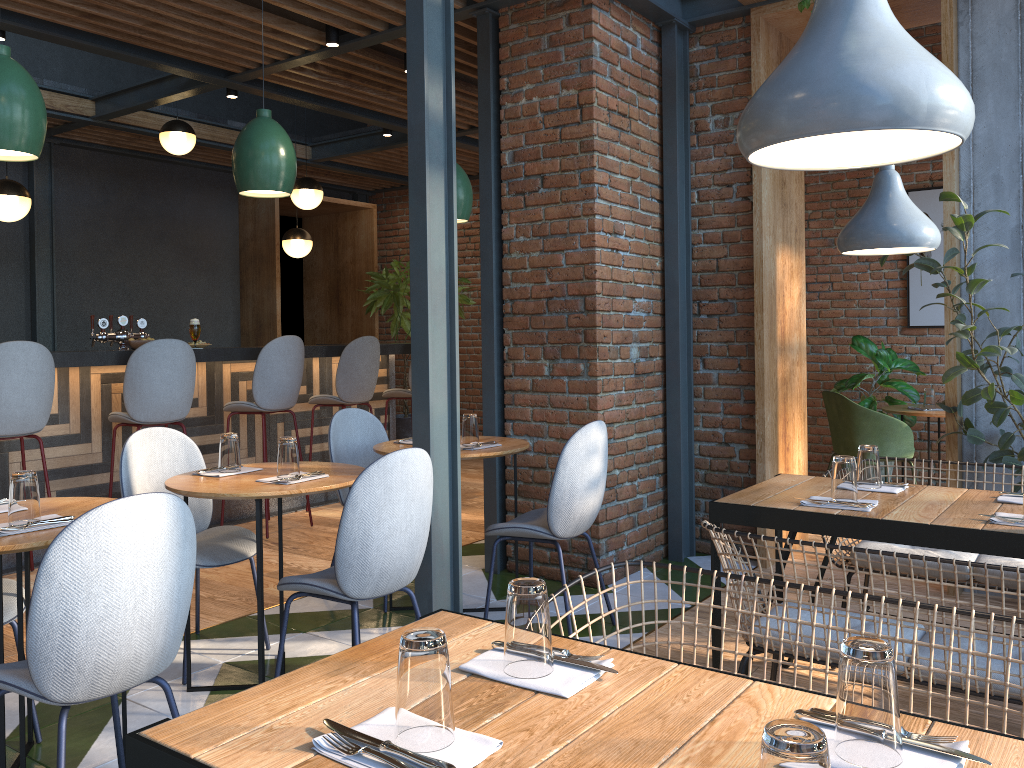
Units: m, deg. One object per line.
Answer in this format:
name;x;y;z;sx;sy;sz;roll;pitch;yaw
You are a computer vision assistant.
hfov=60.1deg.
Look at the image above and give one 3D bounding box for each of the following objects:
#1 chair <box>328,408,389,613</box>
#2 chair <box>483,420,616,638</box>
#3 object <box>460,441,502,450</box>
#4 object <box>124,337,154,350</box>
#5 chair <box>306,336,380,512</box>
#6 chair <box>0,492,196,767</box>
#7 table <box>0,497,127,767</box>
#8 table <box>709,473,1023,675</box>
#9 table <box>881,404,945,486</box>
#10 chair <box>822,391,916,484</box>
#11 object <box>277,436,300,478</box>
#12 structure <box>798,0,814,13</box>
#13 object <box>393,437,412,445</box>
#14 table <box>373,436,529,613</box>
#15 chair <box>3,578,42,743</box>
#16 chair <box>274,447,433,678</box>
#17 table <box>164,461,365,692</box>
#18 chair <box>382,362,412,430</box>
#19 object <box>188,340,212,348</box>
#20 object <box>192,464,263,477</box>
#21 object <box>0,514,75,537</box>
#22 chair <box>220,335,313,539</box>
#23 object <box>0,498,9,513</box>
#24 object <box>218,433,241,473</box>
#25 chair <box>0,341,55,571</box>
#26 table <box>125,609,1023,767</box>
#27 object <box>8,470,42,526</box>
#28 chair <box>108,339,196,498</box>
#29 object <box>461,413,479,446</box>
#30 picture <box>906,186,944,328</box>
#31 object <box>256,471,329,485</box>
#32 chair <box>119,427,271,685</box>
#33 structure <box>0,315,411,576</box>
chair;-0.611;0.566;4.240;0.507;0.887;0.418;0;1;37
chair;0.144;0.587;3.687;0.507;0.887;0.418;0;1;32
object;-0.173;0.267;3.882;0.157;0.019;0.243;2;4;39
object;-2.243;-0.244;5.357;0.168;0.072;0.168;-3;3;-34
chair;-1.195;0.279;6.337;0.507;1.243;0.418;0;1;34
chair;-1.036;0.690;2.158;0.507;0.887;0.418;0;1;37
table;-1.382;0.749;2.444;0.700;0.746;0.699;-3;2;-44
table;1.331;0.717;2.678;1.271;0.705;0.659;1;3;36
table;2.960;0.513;6.046;0.807;0.687;0.808;0;2;20
chair;2.421;0.456;6.036;0.515;0.818;0.639;-1;2;0
object;-0.781;0.254;3.090;0.080;0.138;0.080;-2;2;-44
structure;1.414;-1.851;4.132;0.513;0.968;0.665;0;1;28
object;-0.419;0.258;4.109;0.157;0.019;0.243;2;4;39
table;-0.266;0.646;3.987;0.699;0.746;0.700;-1;2;-8
chair;-1.740;0.669;2.706;0.507;0.887;0.418;0;1;42
chair;-0.515;0.640;2.914;0.507;0.887;0.418;0;1;37
table;-0.860;0.700;3.166;0.699;0.746;0.700;-1;2;-12
chair;-0.755;0.240;6.923;0.507;1.243;0.418;0;1;35
object;-2.047;-0.247;5.534;0.164;0.052;0.292;2;4;44
object;-1.038;0.314;3.264;0.157;0.019;0.243;1;4;33
object;-1.293;0.370;2.344;0.157;0.019;0.243;2;4;41
chair;-1.584;0.311;5.674;0.507;1.243;0.418;0;1;32
object;-1.533;0.360;2.578;0.157;0.019;0.243;2;4;41
object;-1.031;0.250;3.234;0.080;0.138;0.080;-1;1;-14
chair;-2.579;0.403;4.487;0.507;1.243;0.418;0;1;42
table;0.188;0.822;1.098;1.271;0.705;0.659;1;3;36
object;-1.303;0.303;2.368;0.080;0.138;0.080;-1;1;14
chair;-2.064;0.362;5.079;0.418;1.243;0.507;-2;1;-43
object;-0.184;0.200;3.905;0.080;0.138;0.080;0;1;22
picture;3.417;-0.979;6.792;0.725;1.094;0.023;0;1;36
object;-0.767;0.321;3.068;0.157;0.019;0.243;1;4;33
chair;-1.241;0.620;3.445;0.507;0.887;0.418;0;1;32
structure;-3.019;0.238;6.181;2.917;1.395;4.925;1;4;36
